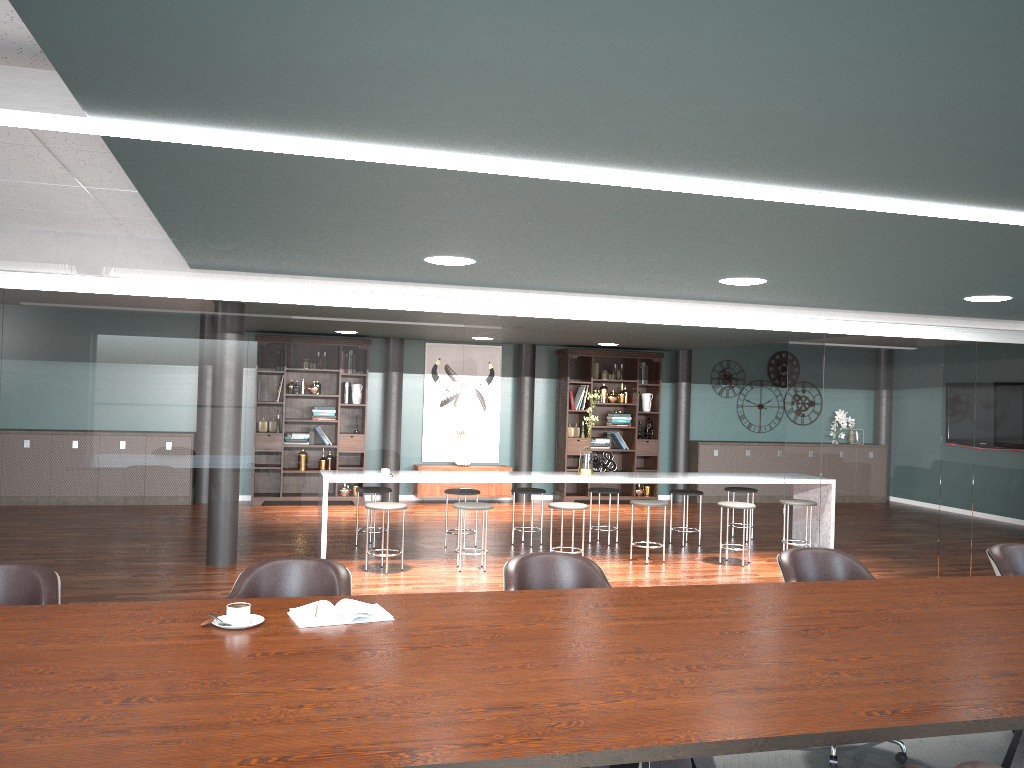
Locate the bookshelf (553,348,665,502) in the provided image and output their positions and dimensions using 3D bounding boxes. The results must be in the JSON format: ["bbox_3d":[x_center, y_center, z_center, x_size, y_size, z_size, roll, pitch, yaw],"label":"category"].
[{"bbox_3d":[1.255,0.561,11.637,1.339,1.984,0.482,2,-1,-15],"label":"bookshelf"}]

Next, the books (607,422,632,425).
[{"bbox_3d":[1.406,0.522,11.668,0.286,0.027,0.184,2,-1,-15],"label":"books"}]

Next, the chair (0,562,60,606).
[{"bbox_3d":[-1.702,0.994,2.835,0.535,0.761,0.518,2,-1,-9],"label":"chair"}]

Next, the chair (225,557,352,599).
[{"bbox_3d":[-0.788,1.025,3.085,0.535,0.761,0.518,2,-1,5],"label":"chair"}]

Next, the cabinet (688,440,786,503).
[{"bbox_3d":[-0.642,1.082,11.195,12.287,0.820,0.402,2,-1,-15],"label":"cabinet"}]

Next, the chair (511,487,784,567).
[{"bbox_3d":[0.664,1.243,7.837,4.029,0.512,1.479,2,-1,-16],"label":"chair"}]

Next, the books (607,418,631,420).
[{"bbox_3d":[1.406,0.457,11.667,0.268,0.016,0.205,2,-1,-15],"label":"books"}]

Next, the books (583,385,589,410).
[{"bbox_3d":[0.927,0.175,11.520,0.062,0.322,0.197,2,-1,-15],"label":"books"}]

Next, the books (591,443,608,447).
[{"bbox_3d":[1.102,0.792,11.556,0.248,0.042,0.194,2,-1,-15],"label":"books"}]

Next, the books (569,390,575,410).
[{"bbox_3d":[0.749,0.205,11.478,0.084,0.252,0.194,2,-1,-15],"label":"books"}]

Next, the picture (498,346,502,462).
[{"bbox_3d":[-0.639,0.247,11.399,1.002,1.512,0.031,2,-1,-15],"label":"picture"}]

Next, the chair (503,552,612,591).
[{"bbox_3d":[0.188,1.058,3.352,0.535,0.761,0.518,2,-1,-9],"label":"chair"}]

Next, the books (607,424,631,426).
[{"bbox_3d":[1.403,0.544,11.666,0.268,0.016,0.205,2,-1,-15],"label":"books"}]

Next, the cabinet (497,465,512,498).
[{"bbox_3d":[-0.623,1.228,11.221,1.200,0.379,0.368,2,-1,-15],"label":"cabinet"}]

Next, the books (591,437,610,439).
[{"bbox_3d":[1.116,0.704,11.561,0.268,0.016,0.205,2,-1,-15],"label":"books"}]

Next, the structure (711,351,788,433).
[{"bbox_3d":[3.627,0.109,12.564,1.791,1.178,0.017,2,-1,-15],"label":"structure"}]

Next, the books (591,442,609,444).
[{"bbox_3d":[1.102,0.762,11.557,0.268,0.016,0.205,2,-1,-15],"label":"books"}]

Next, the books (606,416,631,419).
[{"bbox_3d":[1.405,0.441,11.661,0.268,0.016,0.205,2,-1,-15],"label":"books"}]

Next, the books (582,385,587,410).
[{"bbox_3d":[0.912,0.174,11.517,0.062,0.322,0.197,2,-1,-15],"label":"books"}]

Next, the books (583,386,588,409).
[{"bbox_3d":[0.917,0.181,11.521,0.063,0.309,0.210,2,-1,-15],"label":"books"}]

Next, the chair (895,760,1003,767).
[{"bbox_3d":[0.681,1.057,1.738,0.533,0.761,0.523,2,-1,-39],"label":"chair"}]

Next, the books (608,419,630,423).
[{"bbox_3d":[1.405,0.486,11.667,0.248,0.042,0.194,2,-1,-15],"label":"books"}]

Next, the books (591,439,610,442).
[{"bbox_3d":[1.126,0.734,11.563,0.248,0.042,0.194,2,-1,-15],"label":"books"}]

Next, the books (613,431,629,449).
[{"bbox_3d":[1.423,0.739,11.648,0.166,0.228,0.205,2,-1,-15],"label":"books"}]

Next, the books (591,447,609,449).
[{"bbox_3d":[1.103,0.827,11.557,0.286,0.027,0.184,2,-1,-15],"label":"books"}]

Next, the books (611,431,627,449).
[{"bbox_3d":[1.390,0.740,11.639,0.176,0.227,0.194,2,-1,-15],"label":"books"}]

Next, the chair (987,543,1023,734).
[{"bbox_3d":[2.383,1.131,3.944,0.533,0.761,0.523,2,-1,-34],"label":"chair"}]

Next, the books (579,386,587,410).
[{"bbox_3d":[0.902,0.180,11.518,0.063,0.309,0.210,2,-1,-15],"label":"books"}]

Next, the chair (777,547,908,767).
[{"bbox_3d":[1.346,1.096,3.669,0.535,0.761,0.518,2,-1,-9],"label":"chair"}]

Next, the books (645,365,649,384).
[{"bbox_3d":[1.750,-0.121,11.752,0.042,0.248,0.194,2,-1,-15],"label":"books"}]

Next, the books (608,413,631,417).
[{"bbox_3d":[1.410,0.413,11.668,0.248,0.042,0.194,2,-1,-15],"label":"books"}]

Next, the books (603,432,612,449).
[{"bbox_3d":[1.257,0.740,11.672,0.063,0.214,0.139,2,-1,-15],"label":"books"}]
